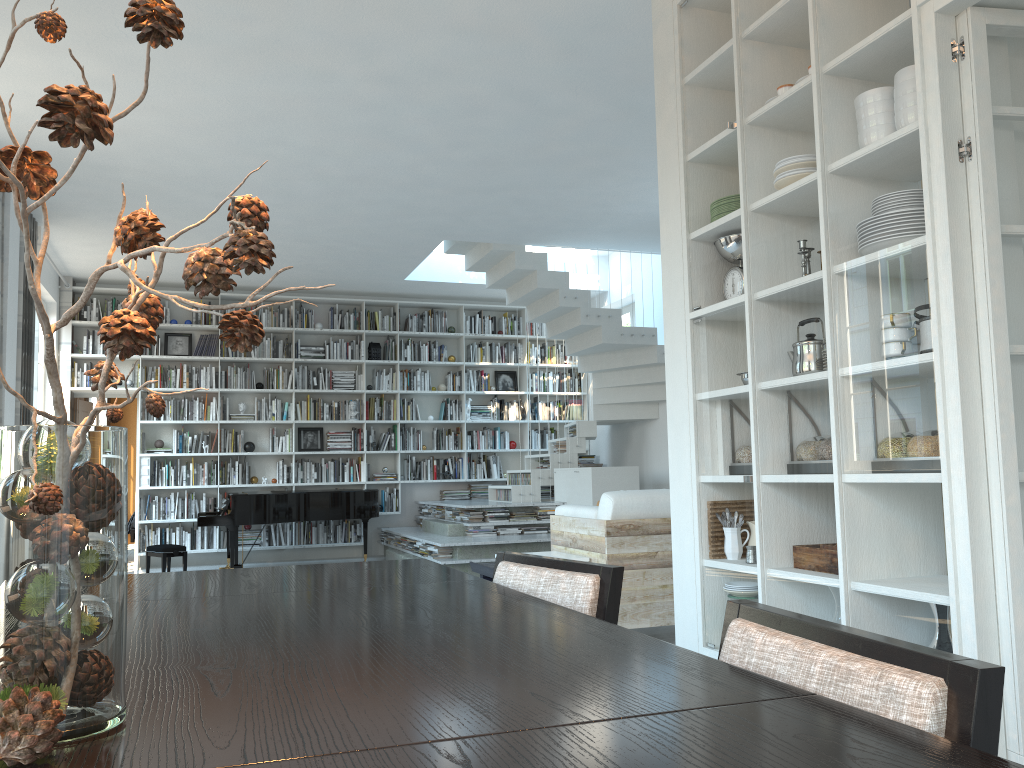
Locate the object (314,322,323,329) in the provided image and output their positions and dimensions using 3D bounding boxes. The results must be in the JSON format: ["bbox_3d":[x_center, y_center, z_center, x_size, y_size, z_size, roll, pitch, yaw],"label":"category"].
[{"bbox_3d":[-2.353,-0.696,10.782,0.105,0.106,0.105,4,-7,-41],"label":"object"}]

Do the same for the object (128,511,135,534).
[{"bbox_3d":[-4.937,1.935,13.184,1.481,0.540,1.452,1,-6,-20],"label":"object"}]

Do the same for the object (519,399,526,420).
[{"bbox_3d":[0.135,0.333,11.442,0.087,0.288,0.075,-3,-5,16],"label":"object"}]

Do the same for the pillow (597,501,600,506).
[{"bbox_3d":[0.607,0.844,5.184,0.200,0.339,0.463,1,-6,-25],"label":"pillow"}]

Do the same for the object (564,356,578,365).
[{"bbox_3d":[0.781,-0.316,11.746,0.203,0.136,0.095,-1,-5,-3],"label":"object"}]

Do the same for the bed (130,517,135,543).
[{"bbox_3d":[-4.713,1.834,13.325,1.770,1.179,2.176,1,-6,-19],"label":"bed"}]

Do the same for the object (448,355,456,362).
[{"bbox_3d":[-0.765,-0.313,11.252,0.100,0.101,0.100,4,-7,-41],"label":"object"}]

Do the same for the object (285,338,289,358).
[{"bbox_3d":[-2.667,-0.420,10.541,0.075,0.254,0.075,3,-7,-40],"label":"object"}]

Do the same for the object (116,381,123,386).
[{"bbox_3d":[-4.436,-0.011,10.015,0.071,0.072,0.071,4,-7,-41],"label":"object"}]

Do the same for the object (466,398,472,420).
[{"bbox_3d":[-0.550,0.322,11.183,0.087,0.288,0.075,-3,-5,16],"label":"object"}]

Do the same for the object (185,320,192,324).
[{"bbox_3d":[-3.760,-0.703,10.301,0.082,0.083,0.082,4,-7,-41],"label":"object"}]

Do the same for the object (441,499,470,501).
[{"bbox_3d":[-0.722,1.461,11.182,0.345,0.007,0.193,1,-6,-24],"label":"object"}]

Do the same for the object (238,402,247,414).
[{"bbox_3d":[-3.178,0.283,10.444,0.095,0.156,0.121,-1,-5,-6],"label":"object"}]

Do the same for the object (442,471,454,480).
[{"bbox_3d":[-0.796,1.133,11.013,0.160,0.114,0.065,2,-6,-32],"label":"object"}]

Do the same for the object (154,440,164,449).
[{"bbox_3d":[-4.013,0.686,10.090,0.105,0.106,0.105,4,-7,-41],"label":"object"}]

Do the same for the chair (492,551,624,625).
[{"bbox_3d":[-0.140,0.741,1.665,0.570,0.781,0.480,2,-6,-29],"label":"chair"}]

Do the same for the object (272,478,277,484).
[{"bbox_3d":[-2.798,1.143,10.437,0.061,0.062,0.061,-4,-6,29],"label":"object"}]

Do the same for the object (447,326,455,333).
[{"bbox_3d":[-0.771,-0.681,11.279,0.104,0.105,0.104,-4,-6,29],"label":"object"}]

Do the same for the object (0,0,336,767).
[{"bbox_3d":[-0.342,0.006,0.730,0.542,0.600,0.317,-6,-7,41],"label":"object"}]

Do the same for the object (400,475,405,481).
[{"bbox_3d":[-1.360,1.160,10.970,0.071,0.072,0.071,-4,-6,29],"label":"object"}]

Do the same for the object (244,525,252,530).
[{"bbox_3d":[-3.070,1.657,10.308,0.086,0.087,0.086,4,-7,-41],"label":"object"}]

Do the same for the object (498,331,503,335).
[{"bbox_3d":[-0.152,-0.656,11.493,0.071,0.072,0.071,-4,-6,29],"label":"object"}]

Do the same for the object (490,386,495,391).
[{"bbox_3d":[-0.260,0.068,11.449,0.091,0.092,0.091,-4,-6,29],"label":"object"}]

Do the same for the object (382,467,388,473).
[{"bbox_3d":[-1.549,1.049,10.830,0.071,0.072,0.071,-4,-6,29],"label":"object"}]

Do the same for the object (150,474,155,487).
[{"bbox_3d":[-4.024,1.077,9.921,0.045,0.146,0.045,-3,-5,19],"label":"object"}]

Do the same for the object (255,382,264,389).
[{"bbox_3d":[-2.988,0.029,10.493,0.097,0.098,0.097,-4,-6,29],"label":"object"}]

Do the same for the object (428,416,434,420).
[{"bbox_3d":[-1.020,0.432,11.128,0.071,0.072,0.071,-4,-6,29],"label":"object"}]

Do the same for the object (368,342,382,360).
[{"bbox_3d":[-1.697,-0.397,10.950,0.135,0.248,0.135,2,-6,-29],"label":"object"}]

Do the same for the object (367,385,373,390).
[{"bbox_3d":[-1.744,0.046,10.859,0.071,0.072,0.071,-4,-6,29],"label":"object"}]

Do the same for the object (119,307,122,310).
[{"bbox_3d":[-4.381,-0.768,9.971,0.067,0.198,0.068,-3,-6,23],"label":"object"}]

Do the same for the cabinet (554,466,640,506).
[{"bbox_3d":[0.859,1.206,9.260,0.551,0.667,0.994,1,-6,-19],"label":"cabinet"}]

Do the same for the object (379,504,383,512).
[{"bbox_3d":[-1.611,1.507,10.749,0.093,0.094,0.094,-4,-6,29],"label":"object"}]

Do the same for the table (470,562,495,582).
[{"bbox_3d":[0.442,1.581,7.243,1.270,0.218,1.259,1,-6,-19],"label":"table"}]

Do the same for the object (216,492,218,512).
[{"bbox_3d":[-3.419,1.401,10.276,0.017,0.289,0.089,1,-5,-19],"label":"object"}]

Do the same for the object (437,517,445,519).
[{"bbox_3d":[-0.747,1.532,10.168,0.145,0.010,0.267,1,-6,-23],"label":"object"}]

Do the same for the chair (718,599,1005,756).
[{"bbox_3d":[0.104,0.655,0.876,0.570,0.781,0.480,0,-5,-14],"label":"chair"}]

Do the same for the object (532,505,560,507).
[{"bbox_3d":[0.376,1.281,9.391,0.284,0.030,0.177,1,-6,-19],"label":"object"}]

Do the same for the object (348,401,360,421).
[{"bbox_3d":[-1.920,0.327,10.733,0.138,0.243,0.137,-5,-7,36],"label":"object"}]

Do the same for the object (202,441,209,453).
[{"bbox_3d":[-3.500,0.720,10.119,0.082,0.140,0.044,2,-6,-35],"label":"object"}]

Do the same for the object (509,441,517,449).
[{"bbox_3d":[0.002,0.793,11.475,0.115,0.116,0.115,4,-7,-41],"label":"object"}]

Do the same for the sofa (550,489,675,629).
[{"bbox_3d":[1.395,1.048,5.430,2.195,0.853,0.872,1,-6,-19],"label":"sofa"}]

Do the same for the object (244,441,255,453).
[{"bbox_3d":[-3.083,0.742,10.410,0.133,0.135,0.134,-4,-6,29],"label":"object"}]

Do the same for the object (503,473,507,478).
[{"bbox_3d":[-0.096,1.179,11.427,0.071,0.072,0.071,-4,-6,29],"label":"object"}]

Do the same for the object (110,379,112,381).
[{"bbox_3d":[-4.529,-0.026,9.932,0.087,0.087,0.087,-4,-6,29],"label":"object"}]

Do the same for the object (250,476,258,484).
[{"bbox_3d":[-3.025,1.129,10.404,0.091,0.092,0.091,4,-7,-41],"label":"object"}]

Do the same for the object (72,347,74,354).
[{"bbox_3d":[-4.914,-0.457,9.894,0.035,0.295,0.176,1,-6,-19],"label":"object"}]

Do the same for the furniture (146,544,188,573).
[{"bbox_3d":[-3.322,1.719,8.520,0.240,0.353,0.467,4,-8,-44],"label":"furniture"}]

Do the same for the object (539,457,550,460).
[{"bbox_3d":[0.422,0.886,10.579,0.161,0.025,0.174,0,-6,-15],"label":"object"}]

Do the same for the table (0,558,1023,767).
[{"bbox_3d":[-0.382,0.720,1.170,1.086,0.735,2.201,1,-6,-19],"label":"table"}]

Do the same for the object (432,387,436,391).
[{"bbox_3d":[-0.991,0.071,11.197,0.068,0.068,0.068,4,-7,-41],"label":"object"}]

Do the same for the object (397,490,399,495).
[{"bbox_3d":[-1.399,1.431,10.866,0.011,0.260,0.142,1,-6,-19],"label":"object"}]

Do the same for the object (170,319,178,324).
[{"bbox_3d":[-3.909,-0.705,10.249,0.082,0.083,0.082,4,-7,-41],"label":"object"}]

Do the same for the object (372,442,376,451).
[{"bbox_3d":[-1.671,0.757,10.752,0.054,0.113,0.079,1,-6,-21],"label":"object"}]

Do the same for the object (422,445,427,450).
[{"bbox_3d":[-1.105,0.801,11.099,0.071,0.072,0.071,-4,-6,29],"label":"object"}]

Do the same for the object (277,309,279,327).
[{"bbox_3d":[-2.820,-0.769,10.674,0.010,0.246,0.157,1,-6,-19],"label":"object"}]

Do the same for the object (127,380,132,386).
[{"bbox_3d":[-4.329,-0.013,10.031,0.071,0.072,0.071,4,-7,-41],"label":"object"}]

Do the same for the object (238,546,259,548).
[{"bbox_3d":[-3.074,1.891,10.321,0.254,0.007,0.161,0,-6,-16],"label":"object"}]

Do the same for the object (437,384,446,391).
[{"bbox_3d":[-0.890,0.053,11.259,0.112,0.113,0.111,4,-7,-41],"label":"object"}]

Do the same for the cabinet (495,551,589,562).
[{"bbox_3d":[0.167,1.217,5.005,0.380,0.486,0.503,1,-6,-19],"label":"cabinet"}]

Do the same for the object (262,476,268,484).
[{"bbox_3d":[-2.890,1.124,10.381,0.060,0.095,0.078,-1,-5,-3],"label":"object"}]
